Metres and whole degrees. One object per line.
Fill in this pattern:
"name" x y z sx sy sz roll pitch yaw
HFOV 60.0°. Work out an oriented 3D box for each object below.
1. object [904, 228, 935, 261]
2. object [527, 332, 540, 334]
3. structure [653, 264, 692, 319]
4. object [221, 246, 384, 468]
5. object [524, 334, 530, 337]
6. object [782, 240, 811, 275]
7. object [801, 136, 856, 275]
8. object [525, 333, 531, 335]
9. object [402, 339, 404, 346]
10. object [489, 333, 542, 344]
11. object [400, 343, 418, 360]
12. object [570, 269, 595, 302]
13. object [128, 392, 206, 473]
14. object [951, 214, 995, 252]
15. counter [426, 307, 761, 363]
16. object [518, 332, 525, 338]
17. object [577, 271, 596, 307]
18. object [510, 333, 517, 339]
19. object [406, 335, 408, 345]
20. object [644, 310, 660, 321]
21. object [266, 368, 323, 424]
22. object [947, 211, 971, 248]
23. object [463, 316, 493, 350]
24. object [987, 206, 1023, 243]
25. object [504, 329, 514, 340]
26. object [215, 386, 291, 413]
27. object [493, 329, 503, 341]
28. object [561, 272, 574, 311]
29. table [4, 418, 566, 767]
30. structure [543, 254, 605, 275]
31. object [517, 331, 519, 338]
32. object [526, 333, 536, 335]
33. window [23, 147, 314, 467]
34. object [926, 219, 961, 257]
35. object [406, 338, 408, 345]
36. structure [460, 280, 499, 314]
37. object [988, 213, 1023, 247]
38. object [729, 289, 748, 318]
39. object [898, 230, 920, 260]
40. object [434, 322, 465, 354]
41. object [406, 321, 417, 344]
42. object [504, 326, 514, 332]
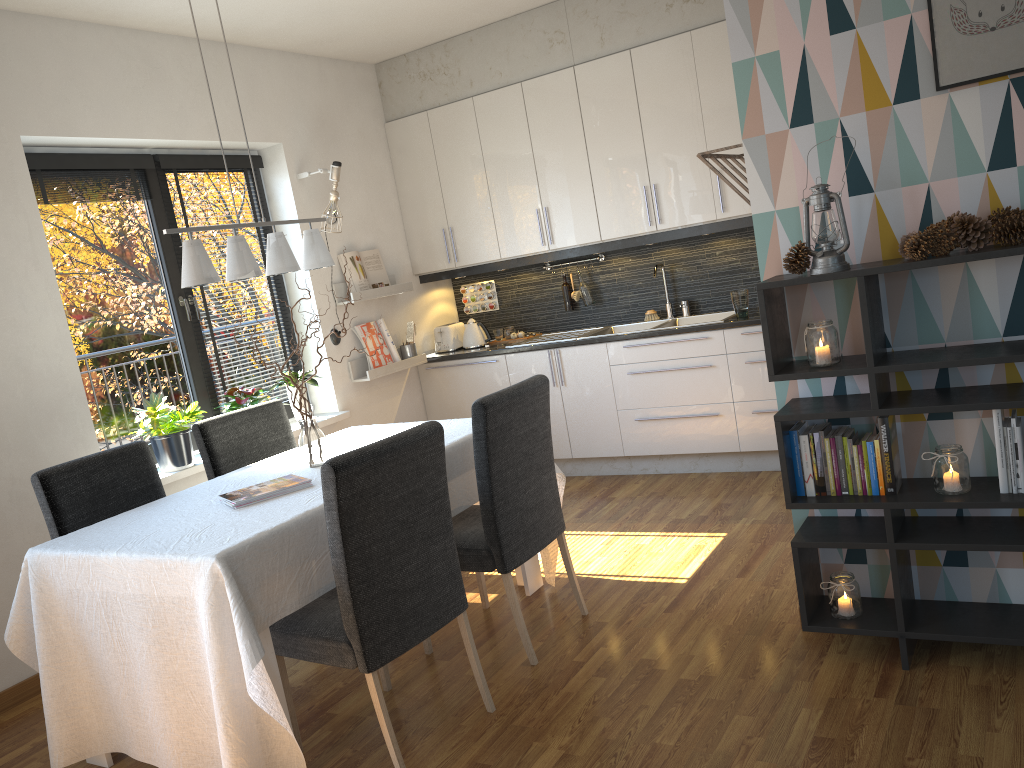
"object" 1.109 -0.375 2.414 0.082 0.085 0.082 -18 11 -43
"object" 0.122 -0.348 6.054 0.173 0.026 0.021 -3 11 41
"structure" 0.983 -0.572 5.433 0.167 0.348 0.195 -6 9 24
"object" -0.772 -0.076 3.312 0.615 0.786 0.402 -9 9 7
"object" 0.080 -0.333 6.043 0.024 0.015 0.248 -12 8 -13
"object" 0.841 -0.372 2.613 0.086 0.101 0.078 -2 12 46
"object" 0.915 -0.520 2.567 0.163 0.384 0.154 -18 11 -41
"object" 0.075 -0.333 6.029 0.021 0.019 0.174 -16 10 -35
"object" -0.695 -0.214 5.745 0.007 0.159 0.089 -11 9 -8
"object" 0.015 -0.307 6.037 0.335 0.012 0.212 -5 9 33
"object" -0.668 -0.196 5.770 0.103 0.124 0.102 -5 10 29
"object" 0.467 -0.649 5.797 0.188 0.204 0.072 -7 9 19
"object" -1.655 0.219 4.288 0.332 0.385 0.299 -18 11 -42
"object" 1.237 -0.409 2.387 0.108 0.109 0.094 -10 8 0
"counter" 1.307 -0.301 5.075 4.252 0.193 0.620 -5 9 32
"object" 0.063 -0.330 5.945 0.043 0.043 0.044 -6 9 29
"object" 0.481 -0.628 5.777 0.093 0.243 0.073 -9 9 5
"object" 0.013 -0.322 5.948 0.045 0.045 0.046 -4 10 35
"object" -0.674 -0.235 5.754 0.007 0.201 0.020 -17 11 -36
"object" 0.876 -0.432 5.576 0.097 0.065 0.099 -7 9 24
"object" -1.228 0.071 5.044 0.354 0.316 0.291 -7 9 23
"object" 1.253 -0.430 2.459 0.097 0.106 0.090 -16 10 -36
"object" -0.253 -0.343 5.957 0.178 0.236 0.204 -13 9 -21
"object" 1.352 -0.432 2.398 0.097 0.102 0.099 -10 8 3
"object" -0.020 -0.336 6.008 0.065 0.064 0.065 -5 10 32
"object" -1.382 0.153 4.683 0.371 0.309 0.379 -9 8 7
"object" -0.090 -0.332 6.027 0.071 0.076 0.071 -6 9 24
"object" 0.362 -0.613 5.870 0.060 0.257 0.060 -16 11 -36
"table" -0.714 0.700 3.355 1.236 0.764 1.851 -5 9 32
"structure" 0.396 -0.778 5.815 0.443 0.081 0.067 -5 10 32
"object" 0.046 -0.338 5.995 0.044 0.050 0.043 -12 9 -15
"object" 0.104 -0.339 6.041 0.024 0.017 0.248 -14 9 -23
"window" -1.735 -0.425 4.625 0.120 1.591 1.557 -5 10 32
"object" 1.179 -0.399 2.431 0.110 0.101 0.114 -8 8 14
"object" -0.694 -0.236 5.797 0.007 0.161 0.086 -5 10 33
"structure" -0.234 -0.607 6.250 0.279 0.210 0.045 -5 10 32
"object" 1.318 -0.405 2.344 0.106 0.086 0.091 -2 12 46
"object" 1.267 -0.444 4.915 0.102 0.147 0.102 -5 10 32
"object" 1.122 -0.387 2.482 0.078 0.084 0.098 -5 10 32
"object" -0.420 -0.314 6.073 0.175 0.192 0.253 -5 10 32
"object" -0.641 -0.277 5.764 0.060 0.268 0.119 -6 9 23
"object" -0.014 -0.353 6.081 0.071 0.076 0.071 -5 10 32
